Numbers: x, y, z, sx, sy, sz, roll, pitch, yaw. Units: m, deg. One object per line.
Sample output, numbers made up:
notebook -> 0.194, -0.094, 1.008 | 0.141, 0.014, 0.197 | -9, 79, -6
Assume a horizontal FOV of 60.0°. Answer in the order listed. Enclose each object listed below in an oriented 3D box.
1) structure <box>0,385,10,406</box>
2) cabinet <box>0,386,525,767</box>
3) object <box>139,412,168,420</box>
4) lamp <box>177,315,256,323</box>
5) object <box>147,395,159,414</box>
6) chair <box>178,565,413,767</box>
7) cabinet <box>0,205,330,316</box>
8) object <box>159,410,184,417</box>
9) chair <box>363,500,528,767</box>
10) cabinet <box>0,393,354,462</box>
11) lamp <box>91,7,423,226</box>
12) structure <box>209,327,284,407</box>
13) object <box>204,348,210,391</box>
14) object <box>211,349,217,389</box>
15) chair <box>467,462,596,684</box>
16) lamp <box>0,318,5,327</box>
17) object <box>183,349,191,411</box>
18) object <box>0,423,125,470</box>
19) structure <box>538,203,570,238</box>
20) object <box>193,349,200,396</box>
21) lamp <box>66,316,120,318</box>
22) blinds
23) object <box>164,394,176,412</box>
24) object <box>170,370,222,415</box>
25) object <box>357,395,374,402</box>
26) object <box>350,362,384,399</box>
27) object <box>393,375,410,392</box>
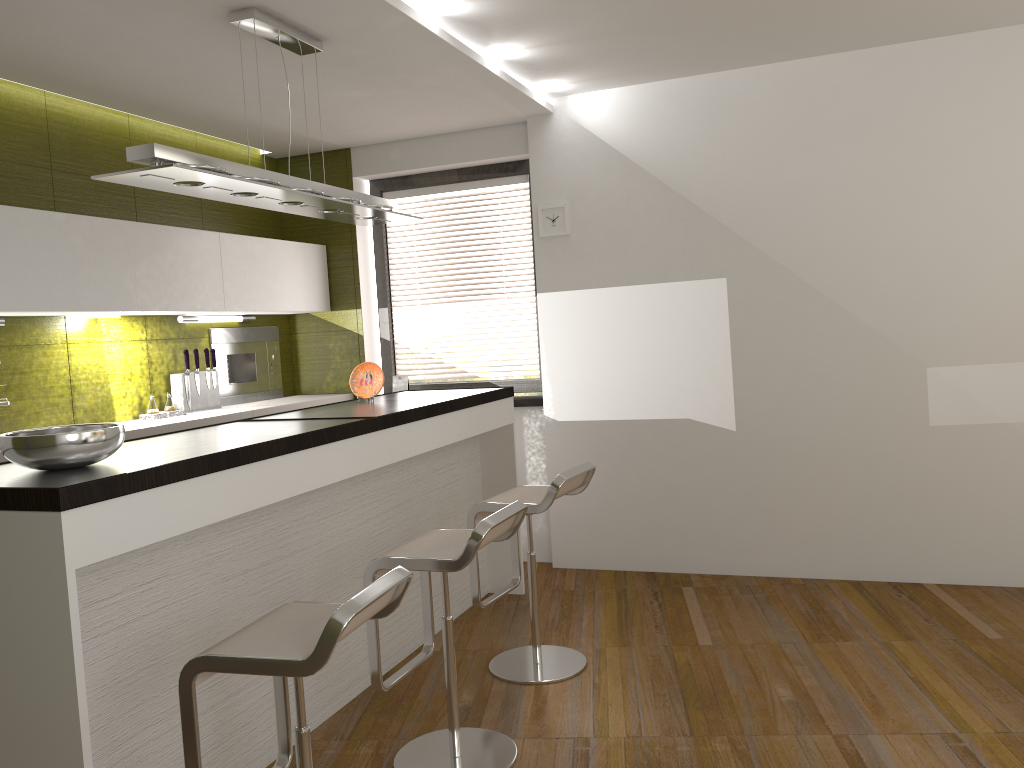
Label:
structure -> -2.280, -0.054, 3.737 | 0.110, 0.346, 0.266 | -2, 4, 21
cabinet -> -0.788, 0.702, 3.551 | 0.663, 1.134, 2.947 | -2, 4, 21
object -> -1.867, 0.170, 4.619 | 0.107, 0.032, 0.107 | -2, 4, 21
lamp -> -1.729, -0.384, 5.235 | 0.095, 0.041, 0.716 | -2, 4, 21
object -> -1.870, 0.115, 4.616 | 0.059, 0.121, 0.059 | -5, 4, -23
chair -> -0.494, 0.906, 2.182 | 0.460, 0.857, 0.418 | -2, 4, 16
cabinet -> -1.986, 0.248, 4.336 | 0.724, 2.089, 3.471 | -2, 4, 21
object -> -1.830, 0.159, 4.752 | 0.107, 0.032, 0.107 | -1, 4, 33
chair -> -0.195, 0.841, 2.971 | 0.460, 0.857, 0.418 | -2, 4, 21
cabinet -> -1.747, 0.723, 4.570 | 0.465, 1.086, 2.940 | -2, 4, 21
lamp -> -0.892, -1.051, 3.484 | 0.326, 0.683, 1.677 | -2, 4, 21
structure -> -1.641, -0.118, 5.535 | 0.015, 0.469, 0.663 | -2, 4, 21
object -> -1.706, -0.080, 4.971 | 0.013, 0.243, 0.036 | -2, 4, 21
object -> -1.688, -0.085, 5.019 | 0.013, 0.231, 0.040 | -2, 4, 21
chair -> 0.104, 0.775, 3.761 | 0.460, 0.857, 0.418 | -2, 4, 26
lamp -> -2.384, -0.246, 3.591 | 0.041, 0.041, 0.715 | -2, 4, 21
object -> -1.763, -0.019, 4.818 | 0.013, 0.339, 0.046 | -2, 4, 21
object -> -1.236, 0.177, 2.452 | 0.311, 0.105, 0.311 | -1, 4, 34
structure -> 0.242, -0.948, 5.140 | 0.180, 0.180, 0.026 | -2, 4, 21
object -> -1.737, -0.062, 4.889 | 0.013, 0.264, 0.042 | -2, 4, 21
lamp -> -2.084, -0.333, 4.424 | 0.008, 0.008, 0.334 | -2, 4, 21
blinds -> -2.130, -3.286, 9.363 | 16.000, 12.704, 9.030 | -5, 4, -29
object -> -1.833, 0.105, 4.748 | 0.059, 0.121, 0.059 | -4, 4, -12
object -> -1.759, 0.047, 4.936 | 0.107, 0.227, 0.293 | -2, 4, 21
object -> -0.702, 0.020, 4.316 | 0.088, 0.131, 0.072 | -2, 4, 16
object -> -0.705, -0.018, 4.315 | 0.184, 0.178, 0.055 | -2, 4, 17
object -> -0.718, 0.030, 5.738 | 0.106, 0.169, 0.057 | -2, 4, 15
